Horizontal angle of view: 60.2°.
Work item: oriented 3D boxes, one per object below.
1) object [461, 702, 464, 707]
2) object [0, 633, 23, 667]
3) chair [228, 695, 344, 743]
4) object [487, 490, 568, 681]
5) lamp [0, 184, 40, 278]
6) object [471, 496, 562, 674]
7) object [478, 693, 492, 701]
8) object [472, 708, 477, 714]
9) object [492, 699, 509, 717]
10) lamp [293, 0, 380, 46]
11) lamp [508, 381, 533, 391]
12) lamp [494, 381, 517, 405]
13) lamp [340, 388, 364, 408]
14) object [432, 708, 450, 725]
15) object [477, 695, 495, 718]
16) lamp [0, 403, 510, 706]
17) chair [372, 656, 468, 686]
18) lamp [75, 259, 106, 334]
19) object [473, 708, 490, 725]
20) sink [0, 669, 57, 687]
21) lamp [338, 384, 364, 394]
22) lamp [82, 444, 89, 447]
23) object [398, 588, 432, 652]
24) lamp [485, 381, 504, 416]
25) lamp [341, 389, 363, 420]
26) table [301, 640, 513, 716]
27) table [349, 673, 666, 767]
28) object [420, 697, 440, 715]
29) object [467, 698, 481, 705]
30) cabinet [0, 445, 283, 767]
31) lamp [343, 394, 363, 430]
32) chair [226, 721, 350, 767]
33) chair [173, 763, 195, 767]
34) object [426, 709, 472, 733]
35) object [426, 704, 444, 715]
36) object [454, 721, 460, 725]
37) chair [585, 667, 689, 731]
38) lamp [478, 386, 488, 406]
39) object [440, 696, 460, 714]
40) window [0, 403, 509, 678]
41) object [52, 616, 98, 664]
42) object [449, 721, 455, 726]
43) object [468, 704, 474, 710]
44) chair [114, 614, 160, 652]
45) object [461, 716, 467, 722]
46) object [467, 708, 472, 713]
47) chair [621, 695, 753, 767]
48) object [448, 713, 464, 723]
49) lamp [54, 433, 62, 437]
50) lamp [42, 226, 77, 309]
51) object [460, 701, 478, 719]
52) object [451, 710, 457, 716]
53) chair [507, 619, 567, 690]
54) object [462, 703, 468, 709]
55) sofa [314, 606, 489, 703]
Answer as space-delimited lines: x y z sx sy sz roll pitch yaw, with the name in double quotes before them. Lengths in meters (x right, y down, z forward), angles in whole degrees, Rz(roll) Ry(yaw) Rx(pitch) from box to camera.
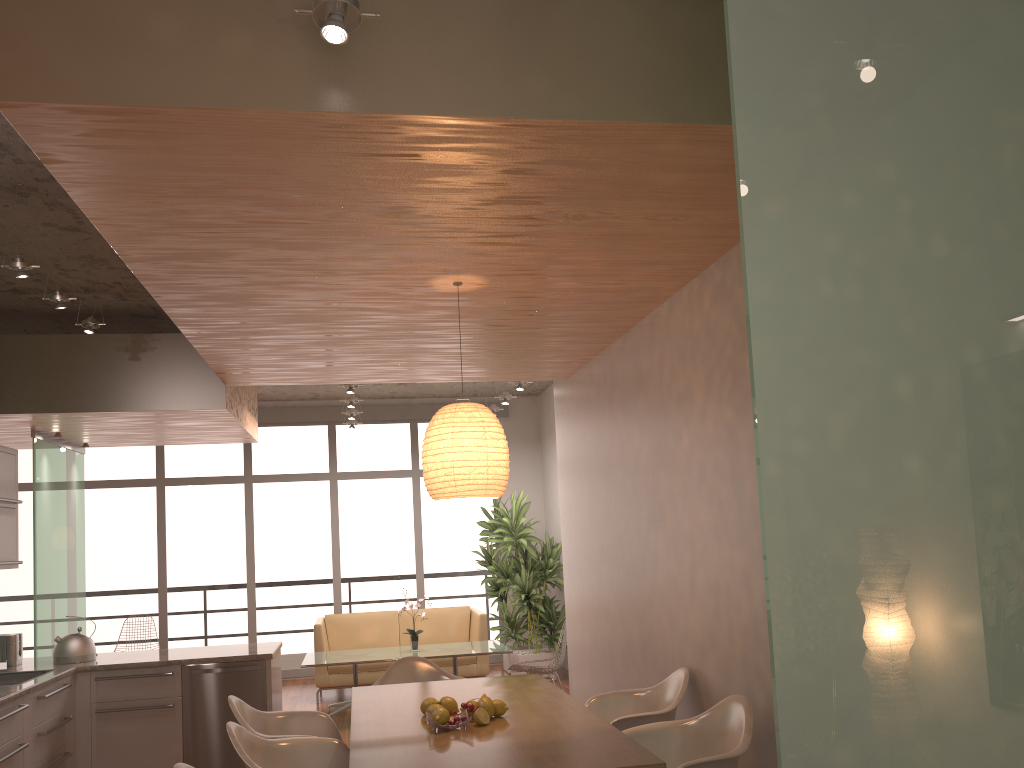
"object" -0.206 1.370 3.761 0.025 0.026 0.026 4 -10 -42
"object" -3.336 1.742 5.768 0.236 0.200 0.155 -1 -7 -10
"chair" -1.063 1.960 4.379 0.641 0.854 0.693 -1 -7 -15
"object" 0.237 2.236 9.861 0.967 2.087 1.089 -3 -6 3
"lamp" -2.381 -0.745 4.273 0.153 0.466 0.104 2 -7 -43
"object" 0.106 2.358 10.523 1.082 2.087 0.973 -4 -6 8
"object" -0.116 1.392 3.824 0.072 0.099 0.074 -6 -7 25
"object" -0.154 1.374 3.706 0.026 0.026 0.024 -1 -7 -11
"object" -0.064 1.390 3.786 0.081 0.071 0.084 0 -8 -21
"lamp" -0.477 -1.158 2.380 0.198 0.479 0.135 2 -7 -42
"lamp" 0.070 -0.182 8.111 0.198 0.479 0.135 2 -7 -42
"lamp" -0.072 -0.034 8.917 0.198 0.479 0.135 2 -7 -42
"lamp" -1.578 -0.006 8.659 0.198 0.479 0.135 2 -7 -42
"object" -0.287 1.345 3.567 0.082 0.071 0.081 2 -9 -33
"object" -0.110 1.368 3.733 0.074 0.093 0.076 -3 -7 -2
"lamp" -1.767 0.989 4.972 3.211 1.335 3.107 -1 -9 -10
"chair" -0.508 2.082 5.230 0.682 0.854 0.651 0 -7 -25
"lamp" -2.577 -0.540 5.391 0.153 0.466 0.104 2 -7 -43
"object" -0.129 1.367 3.628 0.064 0.068 0.074 -6 -8 27
"sink" -3.053 1.700 5.088 0.615 0.379 0.651 -1 -9 -10
"lamp" -1.437 -0.154 7.853 0.198 0.479 0.135 2 -7 -42
"lamp" -3.904 0.348 8.089 0.102 0.466 0.155 1 -6 -37
"object" -0.916 2.204 8.263 0.297 0.584 0.375 -1 -6 -16
"lamp" -0.213 0.114 9.723 0.198 0.479 0.135 2 -7 -42
"lamp" -1.719 0.141 9.465 0.198 0.479 0.135 2 -7 -42
"table" -0.976 2.780 8.231 1.867 0.555 0.952 -1 -9 -10
"table" -0.158 1.838 3.791 1.024 0.802 2.100 -1 -9 -10
"object" -0.364 1.423 3.894 0.078 0.077 0.081 0 -8 -24
"object" -0.165 1.355 3.761 0.065 0.021 0.070 -11 -12 40
"cabinet" -2.285 1.284 4.244 1.911 2.253 4.299 -2 -9 -10
"lamp" -1.861 0.289 10.270 0.198 0.479 0.135 2 -7 -42
"chair" -0.851 1.831 3.699 0.641 0.854 0.693 -1 -7 -15
"chair" -0.805 1.701 3.006 0.641 0.841 0.693 -1 -7 -15
"object" -0.256 1.368 3.577 0.174 0.060 0.176 -1 -9 -10
"object" -0.321 1.395 3.745 0.081 0.071 0.084 0 -8 -21
"object" -0.220 1.373 3.557 0.025 0.026 0.026 -5 -8 19
"chair" 0.604 1.899 4.487 0.641 0.854 0.692 -2 -7 -10
"lamp" -0.354 0.262 10.529 0.198 0.479 0.135 2 -7 -42
"object" -0.279 1.417 3.893 0.078 0.077 0.081 2 -9 -35
"window" -4.182 1.948 10.532 8.545 3.254 0.063 -1 -5 -10
"object" -2.895 1.684 5.840 0.262 0.302 0.265 -4 -7 6
"object" -0.240 1.376 3.569 0.026 0.025 0.026 -5 -8 14
"object" -0.172 1.357 3.710 0.024 0.026 0.026 1 -8 -29
"chair" -4.252 3.068 9.944 0.542 0.893 0.567 -2 -6 -10
"object" -0.195 1.362 3.589 0.026 0.026 0.023 -3 -7 2
"object" -0.177 1.372 3.720 0.024 0.026 0.026 1 -8 -29
"chair" 0.690 1.742 3.614 0.641 0.854 0.693 0 -7 -20
"object" -0.227 1.375 3.613 0.076 0.043 0.093 -9 -11 35
"lamp" -3.773 0.211 7.340 0.102 0.466 0.155 1 -6 -37
"lamp" -2.479 -0.642 4.832 0.153 0.466 0.104 2 -7 -43
"object" -0.168 1.394 3.776 0.079 0.074 0.084 -10 -10 43
"object" -0.250 1.428 3.825 0.026 0.026 0.024 -1 -7 -11
"chair" 0.258 2.438 7.584 0.562 0.893 0.547 -4 -6 10
"object" -0.199 1.362 3.734 0.026 0.026 0.024 -6 -8 22
"sofa" -1.193 2.874 9.502 1.798 0.830 0.889 -1 -8 -10
